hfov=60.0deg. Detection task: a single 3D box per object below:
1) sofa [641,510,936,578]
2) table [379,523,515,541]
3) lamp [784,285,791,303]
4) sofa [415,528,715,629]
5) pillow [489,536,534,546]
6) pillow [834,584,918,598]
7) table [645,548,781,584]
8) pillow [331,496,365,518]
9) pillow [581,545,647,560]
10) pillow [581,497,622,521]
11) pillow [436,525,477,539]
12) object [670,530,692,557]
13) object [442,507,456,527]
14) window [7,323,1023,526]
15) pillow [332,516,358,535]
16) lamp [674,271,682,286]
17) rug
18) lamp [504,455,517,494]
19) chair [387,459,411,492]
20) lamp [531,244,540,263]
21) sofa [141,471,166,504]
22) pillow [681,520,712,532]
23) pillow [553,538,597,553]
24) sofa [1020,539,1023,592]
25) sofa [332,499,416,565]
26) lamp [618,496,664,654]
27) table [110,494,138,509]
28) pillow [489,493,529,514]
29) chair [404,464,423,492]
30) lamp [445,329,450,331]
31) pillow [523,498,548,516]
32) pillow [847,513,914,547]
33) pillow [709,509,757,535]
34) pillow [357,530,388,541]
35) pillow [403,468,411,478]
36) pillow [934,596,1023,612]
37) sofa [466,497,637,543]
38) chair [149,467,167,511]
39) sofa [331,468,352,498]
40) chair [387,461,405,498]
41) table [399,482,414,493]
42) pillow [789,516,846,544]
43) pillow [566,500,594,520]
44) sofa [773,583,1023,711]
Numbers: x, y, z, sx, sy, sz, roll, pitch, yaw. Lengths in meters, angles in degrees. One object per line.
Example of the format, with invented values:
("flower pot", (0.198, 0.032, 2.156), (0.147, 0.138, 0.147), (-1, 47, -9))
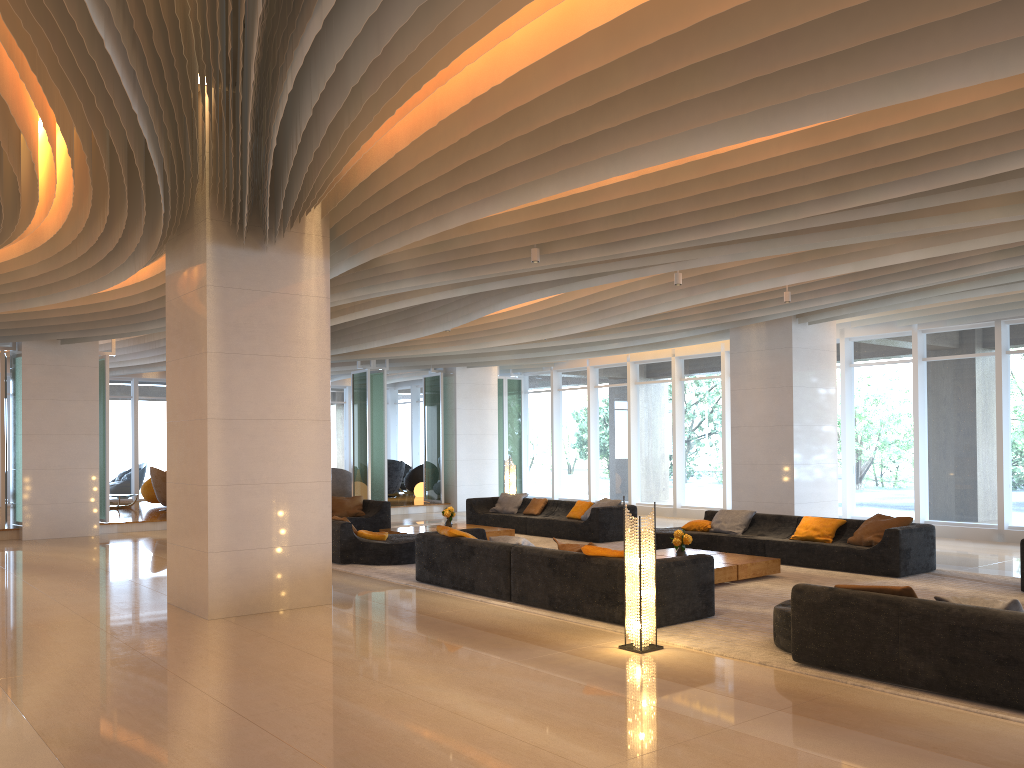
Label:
("sofa", (3.466, 2.098, 12.035), (1.375, 0.582, 4.078), (2, -5, -39))
("table", (-1.075, 2.502, 14.600), (1.628, 0.220, 1.576), (3, -5, -38))
("lamp", (3.715, -1.858, 11.995), (0.087, 1.504, 0.090), (-1, -1, 43))
("sofa", (0.347, 1.934, 9.240), (0.958, 0.581, 3.718), (2, -5, -38))
("pillow", (0.058, 1.822, 9.506), (0.427, 0.376, 0.577), (1, -3, -36))
("pillow", (2.597, 1.540, 6.124), (0.404, 0.391, 0.596), (1, -3, -36))
("table", (2.057, 2.196, 10.611), (1.628, 0.220, 1.576), (3, -5, -38))
("pillow", (-3.065, 2.277, 16.510), (0.645, 0.377, 0.543), (0, -3, -16))
("pillow", (1.022, 1.661, 8.158), (0.629, 0.377, 0.556), (-2, -3, 29))
("pillow", (1.503, 2.132, 15.036), (0.552, 0.377, 0.634), (0, -3, -16))
("pillow", (-0.547, 1.814, 10.155), (0.552, 0.377, 0.634), (0, -3, -16))
("object", (1.992, 1.886, 10.439), (0.238, 0.376, 0.263), (0, -2, -16))
("object", (-1.057, 2.217, 14.806), (0.237, 0.376, 0.265), (0, -2, -6))
("window", (3.979, 0.763, 15.133), (53.950, 3.216, 22.399), (-2, -4, 17))
("pillow", (-2.312, 2.004, 12.428), (0.334, 0.311, 0.417), (1, -3, -37))
("lamp", (1.980, -1.937, 10.615), (0.088, 1.504, 0.090), (-1, -1, 25))
("rug", (1.863, 2.328, 10.861), (5.609, 0.022, 15.967), (3, -5, -38))
("lamp", (-0.031, 2.134, 18.171), (0.254, 1.449, 0.246), (0, -1, -38))
("chair", (-3.674, 2.848, 27.598), (1.539, 1.004, 1.122), (1, -3, -26))
("lamp", (0.238, -2.017, 9.217), (0.087, 1.504, 0.090), (-1, -1, 43))
("sofa", (-8.043, 2.586, 22.451), (1.092, 0.900, 2.608), (-3, -4, 42))
("pillow", (2.750, 2.104, 13.134), (0.444, 0.192, 0.593), (-2, -4, 17))
("pillow", (0.690, 1.722, 8.701), (0.451, 0.409, 0.592), (1, -3, -36))
("sofa", (6.877, 1.781, 7.919), (1.359, 0.581, 4.125), (2, -4, -31))
("sofa", (-2.377, 2.273, 14.283), (2.874, 0.652, 5.009), (2, -5, -38))
("lamp", (1.005, 1.474, 6.953), (0.254, 1.197, 0.246), (0, -1, -38))
("table", (-9.417, 2.787, 20.964), (1.097, 0.318, 0.807), (2, -4, -32))
("pillow", (-0.066, 2.285, 17.034), (0.629, 0.377, 0.556), (-2, -3, 29))
("chair", (-2.443, 2.727, 26.010), (1.543, 1.004, 1.119), (2, -3, -36))
("lamp", (-1.071, -1.627, 14.683), (0.089, 1.504, 0.089), (-1, -1, 7))
("pillow", (0.434, 2.263, 16.372), (0.327, 0.312, 0.401), (2, -3, -40))
("pillow", (4.597, 1.830, 11.096), (0.552, 0.377, 0.634), (0, -3, -16))
("pillow", (3.151, 2.022, 12.799), (0.470, 0.416, 0.654), (1, -4, -38))
("pillow", (-1.933, 2.098, 12.336), (0.411, 0.135, 0.416), (0, -4, -5))
("pillow", (-3.373, 2.766, 27.802), (0.507, 0.408, 0.461), (0, -3, -11))
("pillow", (3.071, 1.500, 5.697), (0.465, 0.344, 0.555), (2, -4, -40))
("sofa", (0.613, 2.396, 15.947), (0.958, 0.581, 3.718), (2, -5, -38))
("chair", (-7.662, 2.380, 20.286), (1.154, 1.004, 1.497), (1, -3, -30))
("sofa", (-5.155, 2.587, 22.870), (2.545, 0.900, 1.119), (-1, -3, 11))
("chair", (-3.581, 2.642, 24.636), (1.122, 1.004, 1.540), (-2, -3, 25))
("table", (-2.988, 3.132, 26.828), (1.097, 0.318, 0.807), (2, -4, -32))
("pillow", (4.015, 1.956, 11.702), (0.458, 0.393, 0.627), (2, -4, -39))
("pillow", (1.179, 2.190, 15.423), (0.327, 0.312, 0.401), (1, -3, -36))
("sofa", (2.854, 1.713, 6.344), (1.378, 0.576, 2.218), (2, -5, -38))
